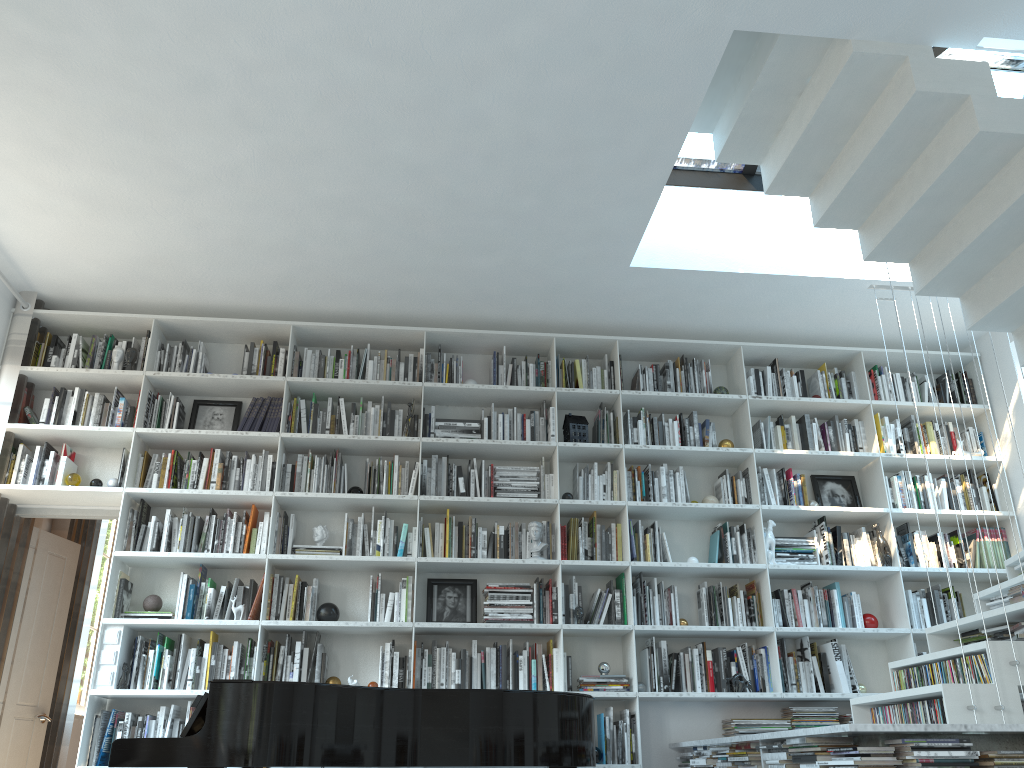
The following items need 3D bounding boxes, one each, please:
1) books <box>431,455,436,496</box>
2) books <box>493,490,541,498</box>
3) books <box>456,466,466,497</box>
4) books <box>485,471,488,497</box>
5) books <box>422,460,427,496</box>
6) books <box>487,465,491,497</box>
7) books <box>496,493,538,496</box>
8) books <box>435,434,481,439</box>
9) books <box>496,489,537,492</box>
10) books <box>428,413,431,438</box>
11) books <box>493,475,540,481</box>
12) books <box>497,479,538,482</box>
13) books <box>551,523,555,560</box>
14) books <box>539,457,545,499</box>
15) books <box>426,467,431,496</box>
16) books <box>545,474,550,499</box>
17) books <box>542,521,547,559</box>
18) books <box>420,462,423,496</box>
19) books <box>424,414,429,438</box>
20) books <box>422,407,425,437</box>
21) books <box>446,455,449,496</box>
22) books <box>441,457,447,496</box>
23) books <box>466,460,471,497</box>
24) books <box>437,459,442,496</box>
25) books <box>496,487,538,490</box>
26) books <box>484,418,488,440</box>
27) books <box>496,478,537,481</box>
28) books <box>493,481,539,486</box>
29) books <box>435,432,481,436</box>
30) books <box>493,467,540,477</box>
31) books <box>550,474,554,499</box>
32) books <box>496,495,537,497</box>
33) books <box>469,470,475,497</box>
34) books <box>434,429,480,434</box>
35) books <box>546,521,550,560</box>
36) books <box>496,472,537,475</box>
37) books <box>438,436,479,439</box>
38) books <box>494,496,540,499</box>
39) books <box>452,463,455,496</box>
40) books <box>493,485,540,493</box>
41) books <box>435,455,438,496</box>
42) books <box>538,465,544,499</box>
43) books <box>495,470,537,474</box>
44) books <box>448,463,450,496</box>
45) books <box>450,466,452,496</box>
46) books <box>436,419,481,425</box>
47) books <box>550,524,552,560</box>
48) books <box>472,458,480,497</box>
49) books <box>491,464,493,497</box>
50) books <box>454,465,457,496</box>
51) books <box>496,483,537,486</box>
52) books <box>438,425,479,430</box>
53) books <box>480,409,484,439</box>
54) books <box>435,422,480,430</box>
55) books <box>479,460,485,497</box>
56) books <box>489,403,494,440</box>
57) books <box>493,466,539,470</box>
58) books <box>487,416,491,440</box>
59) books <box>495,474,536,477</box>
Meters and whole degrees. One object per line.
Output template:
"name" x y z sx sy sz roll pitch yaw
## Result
"books" -0.491 0.611 5.508 0.026 0.295 0.180 2 -23 -6
"books" 0.023 0.697 5.539 0.285 0.012 0.160 4 -24 -9
"books" -0.317 0.644 5.511 0.066 0.235 0.154 2 -23 -6
"books" -0.166 0.664 5.532 0.024 0.215 0.133 2 -23 -6
"books" -0.544 0.623 5.499 0.026 0.266 0.171 2 -23 -6
"books" -0.146 0.648 5.532 0.015 0.244 0.184 2 -23 -6
"books" 0.023 0.710 5.539 0.254 0.012 0.161 3 -24 -7
"books" -0.349 0.358 5.640 0.285 0.012 0.160 4 -24 -9
"books" 0.023 0.687 5.546 0.254 0.012 0.161 1 -24 -4
"books" -0.525 0.312 5.638 0.013 0.217 0.142 2 -23 -6
"books" 0.022 0.610 5.581 0.285 0.012 0.160 3 -24 -7
"books" 0.022 0.631 5.568 0.254 0.012 0.161 4 -24 -9
"books" 0.244 1.000 5.451 0.023 0.263 0.107 2 -23 -6
"books" 0.190 0.632 5.591 0.012 0.317 0.140 2 -23 -6
"books" -0.519 0.648 5.508 0.027 0.227 0.148 2 -23 -6
"books" 0.211 0.687 5.567 0.029 0.197 0.172 2 -23 -6
"books" 0.193 0.991 5.446 0.025 0.277 0.108 2 -23 -6
"books" -0.564 0.633 5.504 0.012 0.253 0.161 2 -23 -6
"books" -0.544 0.314 5.621 0.027 0.200 0.168 2 -23 -6
"books" -0.565 0.297 5.647 0.012 0.253 0.161 2 -23 -6
"books" -0.406 0.614 5.520 0.011 0.299 0.180 2 -23 -6
"books" -0.426 0.618 5.524 0.029 0.294 0.152 2 -23 -6
"books" -0.274 0.629 5.537 0.022 0.284 0.131 2 -23 -6
"books" -0.451 0.624 5.499 0.025 0.264 0.186 2 -23 -6
"books" 0.023 0.676 5.551 0.254 0.012 0.161 3 -24 -8
"books" -0.174 0.336 5.659 0.025 0.186 0.194 2 -24 -6
"books" 0.022 0.620 5.574 0.254 0.012 0.161 1 -24 -4
"books" 0.023 0.642 5.563 0.285 0.012 0.160 1 -24 -3
"books" -0.349 0.348 5.647 0.285 0.012 0.160 3 -24 -8
"books" 0.022 0.560 5.592 0.285 0.012 0.160 4 -24 -10
"books" 0.240 0.687 5.577 0.030 0.204 0.159 2 -23 -6
"books" 0.022 0.722 5.536 0.254 0.012 0.161 2 -24 -6
"books" -0.250 0.659 5.520 0.024 0.215 0.148 2 -23 -6
"books" -0.347 0.329 5.647 0.285 0.024 0.160 0 -24 -1
"books" 0.214 0.991 5.431 0.014 0.265 0.154 2 -23 -6
"books" 0.022 0.586 5.589 0.254 0.012 0.161 1 -24 -4
"books" -0.349 0.369 5.635 0.254 0.012 0.161 4 -24 -9
"books" 0.023 0.733 5.529 0.285 0.012 0.160 2 -24 -5
"books" -0.369 0.638 5.513 0.014 0.249 0.173 2 -23 -6
"books" 0.022 0.666 5.558 0.285 0.012 0.160 2 -24 -5
"books" -0.473 0.612 5.531 0.014 0.311 0.134 2 -23 -6
"books" 0.180 0.655 5.563 0.012 0.253 0.161 2 -23 -6
"books" 0.021 0.576 5.598 0.254 0.012 0.161 2 -24 -6
"books" -0.395 0.637 5.514 0.011 0.250 0.153 2 -23 -6
"books" -0.383 0.647 5.512 0.014 0.232 0.147 2 -23 -6
"books" -0.349 0.267 5.687 0.285 0.024 0.160 2 -24 -6
"books" 0.227 0.999 5.442 0.014 0.259 0.137 2 -23 -6
"books" -0.223 0.627 5.540 0.049 0.290 0.163 2 -23 -6
"books" -0.130 0.643 5.522 0.013 0.245 0.177 2 -23 -6
"books" -0.356 0.644 5.513 0.011 0.238 0.148 2 -23 -6
"books" 0.022 0.655 5.562 0.254 0.012 0.161 2 -24 -5
"books" -0.348 0.308 5.659 0.254 0.025 0.161 4 -24 -9
"books" -0.193 0.307 5.674 0.012 0.253 0.161 2 -23 -6
"books" -0.348 0.287 5.673 0.285 0.024 0.160 1 -24 -4
"books" -0.187 0.632 5.526 0.021 0.268 0.192 2 -23 -6
"books" -0.131 0.289 5.671 0.011 0.283 0.191 2 -23 -6
"books" 0.022 0.552 5.604 0.285 0.012 0.160 1 -24 -4
"books" -0.153 0.333 5.695 0.024 0.222 0.129 2 -23 -6
"books" 0.023 0.596 5.578 0.254 0.012 0.161 0 -24 -1
